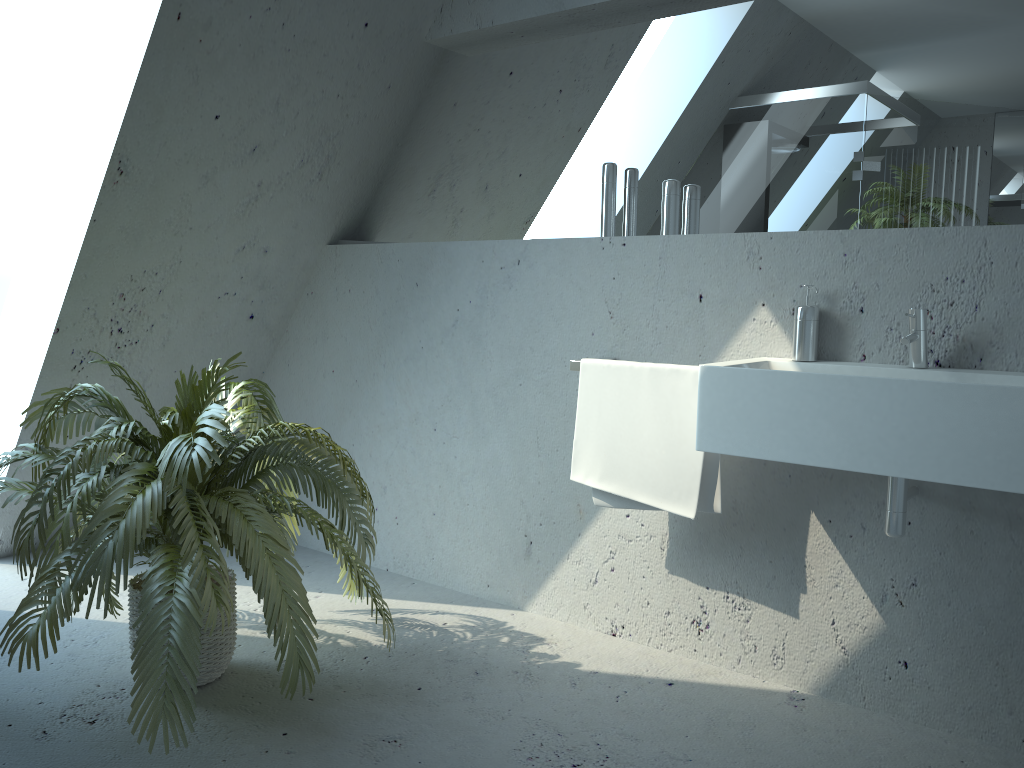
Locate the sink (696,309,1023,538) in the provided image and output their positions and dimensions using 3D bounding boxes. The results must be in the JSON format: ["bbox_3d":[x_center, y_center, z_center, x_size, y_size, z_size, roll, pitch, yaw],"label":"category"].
[{"bbox_3d":[0.878,0.093,2.013,0.800,0.526,0.429,5,7,37],"label":"sink"}]

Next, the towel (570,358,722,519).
[{"bbox_3d":[0.358,0.155,2.418,0.455,0.429,0.063,6,7,38],"label":"towel"}]

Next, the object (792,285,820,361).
[{"bbox_3d":[0.752,-0.156,2.269,0.061,0.193,0.076,4,6,26],"label":"object"}]

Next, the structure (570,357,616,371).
[{"bbox_3d":[0.417,-0.042,2.470,0.480,0.030,0.206,5,7,37],"label":"structure"}]

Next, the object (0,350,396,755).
[{"bbox_3d":[-0.867,0.349,2.334,1.132,0.893,1.112,3,6,15],"label":"object"}]

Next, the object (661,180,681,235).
[{"bbox_3d":[0.463,-0.512,2.587,0.052,0.160,0.052,3,6,22],"label":"object"}]

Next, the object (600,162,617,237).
[{"bbox_3d":[0.296,-0.561,2.713,0.045,0.225,0.045,3,6,22],"label":"object"}]
